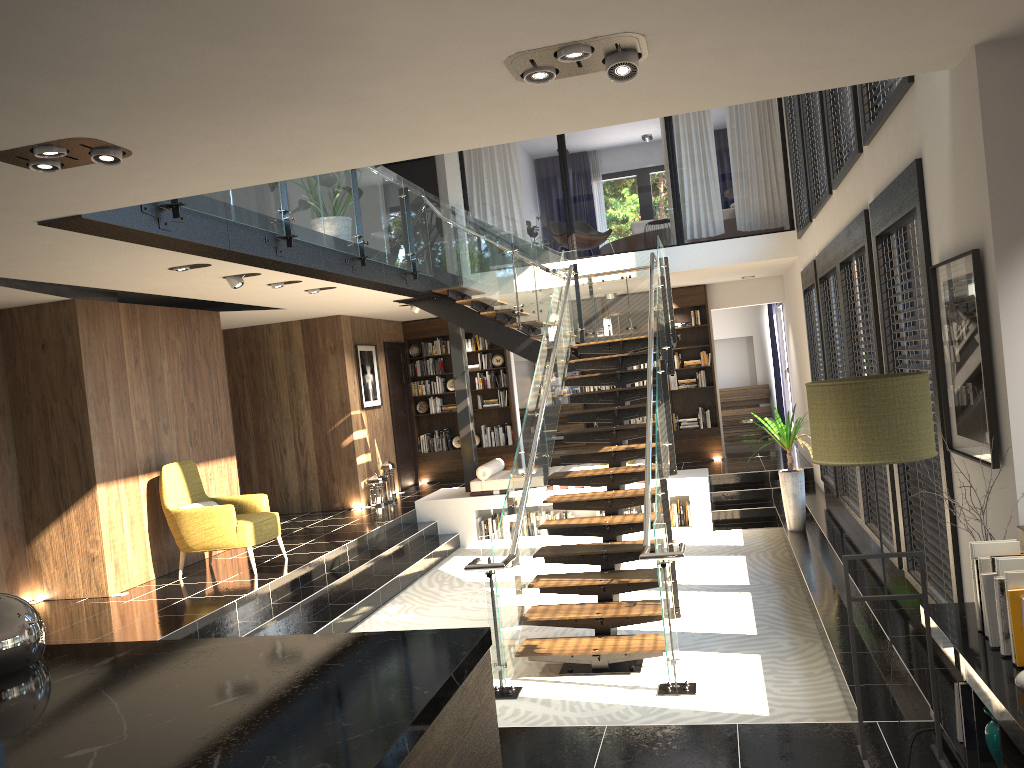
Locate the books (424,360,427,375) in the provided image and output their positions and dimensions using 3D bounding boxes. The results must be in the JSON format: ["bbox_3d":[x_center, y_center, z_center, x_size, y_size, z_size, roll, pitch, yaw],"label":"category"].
[{"bbox_3d":[-1.402,-0.269,14.675,0.018,0.256,0.172,-6,1,13],"label":"books"}]

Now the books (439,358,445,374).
[{"bbox_3d":[-1.157,-0.300,14.630,0.035,0.267,0.133,-6,1,13],"label":"books"}]

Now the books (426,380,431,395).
[{"bbox_3d":[-1.378,0.055,14.676,0.026,0.237,0.164,-6,1,13],"label":"books"}]

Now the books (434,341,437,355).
[{"bbox_3d":[-1.226,-0.590,14.611,0.039,0.230,0.205,-6,1,13],"label":"books"}]

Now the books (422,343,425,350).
[{"bbox_3d":[-1.444,-0.569,14.689,0.017,0.234,0.199,-6,1,13],"label":"books"}]

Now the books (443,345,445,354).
[{"bbox_3d":[-1.098,-0.562,14.627,0.040,0.149,0.125,-6,1,13],"label":"books"}]

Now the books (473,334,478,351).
[{"bbox_3d":[-0.580,-0.693,14.462,0.015,0.303,0.251,-6,1,13],"label":"books"}]

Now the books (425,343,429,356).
[{"bbox_3d":[-1.383,-0.569,14.663,0.026,0.222,0.202,-6,1,13],"label":"books"}]

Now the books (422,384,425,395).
[{"bbox_3d":[-1.438,0.089,14.697,0.035,0.180,0.164,-6,1,13],"label":"books"}]

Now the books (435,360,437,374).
[{"bbox_3d":[-1.229,-0.274,14.637,0.014,0.230,0.172,-6,1,13],"label":"books"}]

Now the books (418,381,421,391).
[{"bbox_3d":[-1.532,0.073,14.752,0.018,0.232,0.123,-6,1,13],"label":"books"}]

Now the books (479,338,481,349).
[{"bbox_3d":[-0.488,-0.650,14.474,0.021,0.197,0.200,-6,1,13],"label":"books"}]

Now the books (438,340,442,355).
[{"bbox_3d":[-1.159,-0.604,14.606,0.020,0.245,0.228,-6,1,13],"label":"books"}]

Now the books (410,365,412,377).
[{"bbox_3d":[-1.659,-0.222,14.753,0.023,0.215,0.148,-6,1,13],"label":"books"}]

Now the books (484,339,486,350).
[{"bbox_3d":[-0.412,-0.652,14.456,0.027,0.186,0.220,-6,1,13],"label":"books"}]

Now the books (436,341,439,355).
[{"bbox_3d":[-1.198,-0.597,14.591,0.025,0.239,0.220,-6,1,13],"label":"books"}]

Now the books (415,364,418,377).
[{"bbox_3d":[-1.555,-0.227,14.704,0.025,0.204,0.192,-6,1,13],"label":"books"}]

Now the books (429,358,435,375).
[{"bbox_3d":[-1.308,-0.287,14.642,0.033,0.273,0.189,-6,1,13],"label":"books"}]

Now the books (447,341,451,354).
[{"bbox_3d":[-1.017,-0.602,14.583,0.027,0.212,0.180,-6,1,13],"label":"books"}]

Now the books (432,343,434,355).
[{"bbox_3d":[-1.280,-0.571,14.671,0.025,0.203,0.156,-6,1,13],"label":"books"}]

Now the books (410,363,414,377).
[{"bbox_3d":[-1.642,-0.231,14.730,0.023,0.231,0.143,-6,1,13],"label":"books"}]

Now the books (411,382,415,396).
[{"bbox_3d":[-1.622,0.086,14.761,0.030,0.224,0.165,-6,1,13],"label":"books"}]

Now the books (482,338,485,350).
[{"bbox_3d":[-0.439,-0.665,14.488,0.037,0.218,0.144,-6,1,13],"label":"books"}]

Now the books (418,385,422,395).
[{"bbox_3d":[-1.506,0.102,14.728,0.037,0.169,0.148,-6,1,13],"label":"books"}]

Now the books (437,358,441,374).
[{"bbox_3d":[-1.187,-0.295,14.636,0.025,0.263,0.147,-6,1,13],"label":"books"}]

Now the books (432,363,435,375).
[{"bbox_3d":[-1.278,-0.247,14.625,0.025,0.188,0.181,-6,1,13],"label":"books"}]

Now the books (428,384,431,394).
[{"bbox_3d":[-1.346,0.087,14.683,0.026,0.167,0.173,-6,1,13],"label":"books"}]

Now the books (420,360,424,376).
[{"bbox_3d":[-1.478,-0.263,14.685,0.027,0.261,0.181,-6,1,13],"label":"books"}]

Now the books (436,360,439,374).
[{"bbox_3d":[-1.210,-0.282,14.637,0.024,0.242,0.144,-6,1,13],"label":"books"}]

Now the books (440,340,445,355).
[{"bbox_3d":[-1.137,-0.601,14.612,0.020,0.235,0.206,-6,1,13],"label":"books"}]

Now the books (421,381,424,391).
[{"bbox_3d":[-1.461,0.064,14.730,0.019,0.236,0.139,-6,1,13],"label":"books"}]

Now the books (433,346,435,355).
[{"bbox_3d":[-1.254,-0.549,14.637,0.035,0.156,0.186,-6,1,13],"label":"books"}]

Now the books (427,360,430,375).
[{"bbox_3d":[-1.357,-0.273,14.673,0.032,0.255,0.160,-6,1,13],"label":"books"}]

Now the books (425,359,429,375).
[{"bbox_3d":[-1.388,-0.274,14.653,0.019,0.264,0.175,-6,1,13],"label":"books"}]

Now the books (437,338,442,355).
[{"bbox_3d":[-1.182,-0.618,14.586,0.012,0.278,0.227,-6,1,13],"label":"books"}]

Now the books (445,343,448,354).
[{"bbox_3d":[-1.046,-0.579,14.571,0.029,0.172,0.187,-6,1,13],"label":"books"}]

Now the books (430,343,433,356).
[{"bbox_3d":[-1.303,-0.573,14.658,0.014,0.212,0.184,-6,1,13],"label":"books"}]

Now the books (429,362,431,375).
[{"bbox_3d":[-1.329,-0.258,14.664,0.024,0.220,0.123,-6,1,13],"label":"books"}]

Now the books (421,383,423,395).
[{"bbox_3d":[-1.476,0.079,14.742,0.018,0.208,0.126,-6,1,13],"label":"books"}]

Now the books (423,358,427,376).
[{"bbox_3d":[-1.419,-0.283,14.681,0.015,0.287,0.154,-6,1,13],"label":"books"}]

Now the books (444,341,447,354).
[{"bbox_3d":[-1.070,-0.600,14.609,0.030,0.217,0.165,-6,1,13],"label":"books"}]

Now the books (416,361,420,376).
[{"bbox_3d":[-1.529,-0.255,14.696,0.035,0.255,0.183,-6,1,13],"label":"books"}]

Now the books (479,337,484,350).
[{"bbox_3d":[-0.483,-0.703,14.433,0.017,0.302,0.266,-6,1,13],"label":"books"}]

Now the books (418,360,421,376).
[{"bbox_3d":[-1.503,-0.264,14.686,0.022,0.267,0.197,-6,1,13],"label":"books"}]

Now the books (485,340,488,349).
[{"bbox_3d":[-0.402,-0.691,14.429,0.013,0.262,0.217,-6,1,13],"label":"books"}]

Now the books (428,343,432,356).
[{"bbox_3d":[-1.340,-0.571,14.660,0.059,0.216,0.159,-6,1,13],"label":"books"}]

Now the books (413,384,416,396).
[{"bbox_3d":[-1.585,0.099,14.747,0.045,0.192,0.164,-6,1,13],"label":"books"}]

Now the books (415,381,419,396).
[{"bbox_3d":[-1.562,0.075,14.711,0.022,0.235,0.194,-6,1,13],"label":"books"}]

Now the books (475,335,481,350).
[{"bbox_3d":[-0.529,-0.671,14.494,0.064,0.247,0.209,-6,1,13],"label":"books"}]

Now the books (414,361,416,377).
[{"bbox_3d":[-1.596,-0.248,14.739,0.066,0.255,0.127,-6,1,13],"label":"books"}]

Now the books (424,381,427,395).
[{"bbox_3d":[-1.403,0.058,14.703,0.036,0.235,0.169,-6,1,13],"label":"books"}]

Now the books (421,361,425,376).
[{"bbox_3d":[-1.450,-0.257,14.659,0.039,0.243,0.179,-6,1,13],"label":"books"}]

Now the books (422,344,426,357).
[{"bbox_3d":[-1.432,-0.561,14.648,0.024,0.216,0.210,-6,1,13],"label":"books"}]

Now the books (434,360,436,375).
[{"bbox_3d":[-1.248,-0.277,14.654,0.028,0.240,0.148,-6,1,13],"label":"books"}]
